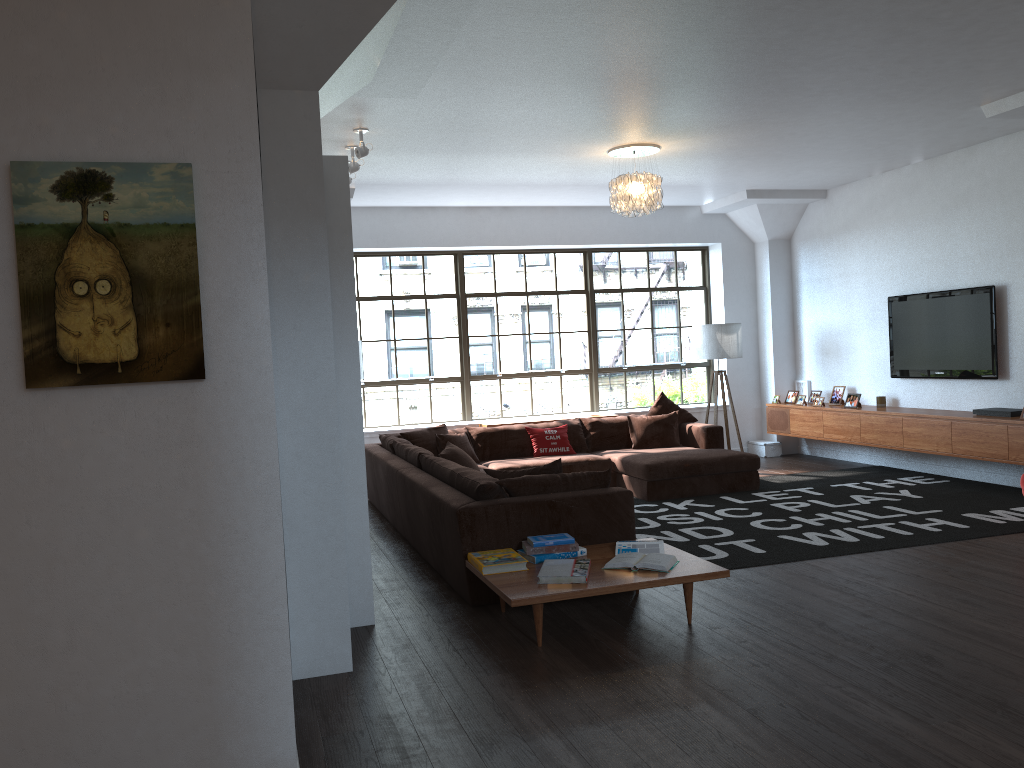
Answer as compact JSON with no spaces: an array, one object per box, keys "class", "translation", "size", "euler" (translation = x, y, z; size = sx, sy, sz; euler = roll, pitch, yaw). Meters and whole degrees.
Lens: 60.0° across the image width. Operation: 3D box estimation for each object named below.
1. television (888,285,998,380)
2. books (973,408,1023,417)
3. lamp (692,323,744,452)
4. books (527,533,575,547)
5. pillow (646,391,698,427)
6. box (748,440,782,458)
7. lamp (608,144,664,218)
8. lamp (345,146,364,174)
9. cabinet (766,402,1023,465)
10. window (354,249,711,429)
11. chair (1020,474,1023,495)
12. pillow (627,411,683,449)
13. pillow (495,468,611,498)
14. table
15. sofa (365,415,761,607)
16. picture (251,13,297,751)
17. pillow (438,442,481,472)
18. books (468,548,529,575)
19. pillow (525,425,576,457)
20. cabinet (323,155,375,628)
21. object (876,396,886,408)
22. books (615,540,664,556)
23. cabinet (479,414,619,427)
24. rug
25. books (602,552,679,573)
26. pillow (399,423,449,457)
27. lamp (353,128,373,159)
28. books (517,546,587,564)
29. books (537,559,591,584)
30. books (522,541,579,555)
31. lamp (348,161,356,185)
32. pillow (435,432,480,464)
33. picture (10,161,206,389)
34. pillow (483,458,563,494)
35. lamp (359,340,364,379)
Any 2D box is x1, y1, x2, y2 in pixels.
[{"class":"television","translation":[3.978,-0.455,8.265],"size":[0.013,0.816,1.324],"euler":[-4,2,-17]},{"class":"books","translation":[4.168,0.243,7.527],"size":[0.250,0.053,0.400],"euler":[-4,2,-17]},{"class":"lamp","translation":[2.386,0.104,10.186],"size":[0.545,1.579,0.545],"euler":[-3,2,-6]},{"class":"books","translation":[0.207,0.836,4.748],"size":[0.224,0.027,0.157],"euler":[-3,2,-12]},{"class":"pillow","translation":[1.597,0.372,9.242],"size":[0.651,0.587,0.335],"euler":[-4,2,-38]},{"class":"box","translation":[3.007,0.768,10.552],"size":[0.228,0.165,0.368],"euler":[-4,2,-17]},{"class":"lamp","translation":[1.020,-1.663,7.327],"size":[0.441,0.539,0.442],"euler":[-2,2,26]},{"class":"lamp","translation":[-1.204,-1.698,6.733],"size":[0.111,0.211,0.120],"euler":[-2,2,32]},{"class":"cabinet","translation":[3.854,0.430,8.311],"size":[0.459,0.350,4.501],"euler":[-4,2,-17]},{"class":"window","translation":[0.201,-0.571,10.260],"size":[4.648,1.905,0.114],"euler":[-4,2,-17]},{"class":"chair","translation":[3.597,0.489,5.479],"size":[0.801,1.006,0.798],"euler":[-3,2,9]},{"class":"pillow","translation":[1.452,0.470,9.027],"size":[0.542,0.362,0.248],"euler":[-3,2,4]},{"class":"pillow","translation":[0.230,0.697,5.279],"size":[0.750,0.364,0.289],"euler":[-4,2,-17]},{"class":"table","translation":[0.406,1.055,4.518],"size":[1.100,0.271,0.853],"euler":[-4,2,-17]},{"class":"sofa","translation":[0.758,0.746,7.270],"size":[3.481,0.664,4.197],"euler":[-4,2,-17]},{"class":"picture","translation":[-0.861,0.008,3.174],"size":[0.021,2.380,0.800],"euler":[-4,2,-16]},{"class":"pillow","translation":[-0.401,0.657,6.858],"size":[0.325,0.391,0.625],"euler":[-3,2,0]},{"class":"books","translation":[-0.076,0.919,4.600],"size":[0.241,0.045,0.334],"euler":[-4,2,-15]},{"class":"pillow","translation":[0.384,0.567,8.831],"size":[0.465,0.308,0.220],"euler":[-4,2,-21]},{"class":"cabinet","translation":[-1.644,0.017,6.642],"size":[0.461,2.414,4.500],"euler":[-4,2,-17]},{"class":"object","translation":[3.749,0.182,9.006],"size":[0.089,0.110,0.089],"euler":[-2,2,28]},{"class":"books","translation":[0.695,0.876,4.823],"size":[0.256,0.035,0.350],"euler":[-3,2,9]},{"class":"cabinet","translation":[0.427,0.699,9.782],"size":[1.520,0.625,0.350],"euler":[-4,2,-17]},{"class":"rug","translation":[2.218,1.003,7.183],"size":[4.200,0.007,3.100],"euler":[-4,2,-15]},{"class":"books","translation":[0.646,0.890,4.450],"size":[0.342,0.040,0.231],"euler":[-2,2,23]},{"class":"pillow","translation":[-0.753,0.605,8.442],"size":[0.580,0.418,0.334],"euler":[-5,3,-44]},{"class":"lamp","translation":[-1.058,-1.689,6.248],"size":[0.111,0.211,0.120],"euler":[-2,2,17]},{"class":"books","translation":[0.210,0.903,4.748],"size":[0.312,0.037,0.216],"euler":[-4,2,-27]},{"class":"books","translation":[0.260,0.915,4.343],"size":[0.236,0.035,0.340],"euler":[-3,2,8]},{"class":"books","translation":[0.203,0.867,4.749],"size":[0.279,0.035,0.191],"euler":[-3,2,-7]},{"class":"lamp","translation":[-1.353,-1.707,7.229],"size":[0.120,0.211,0.111],"euler":[-5,3,-43]},{"class":"pillow","translation":[-0.541,0.614,8.405],"size":[0.238,0.337,0.489],"euler":[-1,3,43]},{"class":"picture","translation":[-1.093,-0.300,2.419],"size":[0.450,0.600,0.030],"euler":[-4,2,-17]},{"class":"pillow","translation":[0.114,0.653,5.521],"size":[0.559,0.411,0.269],"euler":[-2,2,29]},{"class":"lamp","translation":[-1.766,0.360,9.044],"size":[0.545,1.579,0.545],"euler":[-4,2,-28]}]
